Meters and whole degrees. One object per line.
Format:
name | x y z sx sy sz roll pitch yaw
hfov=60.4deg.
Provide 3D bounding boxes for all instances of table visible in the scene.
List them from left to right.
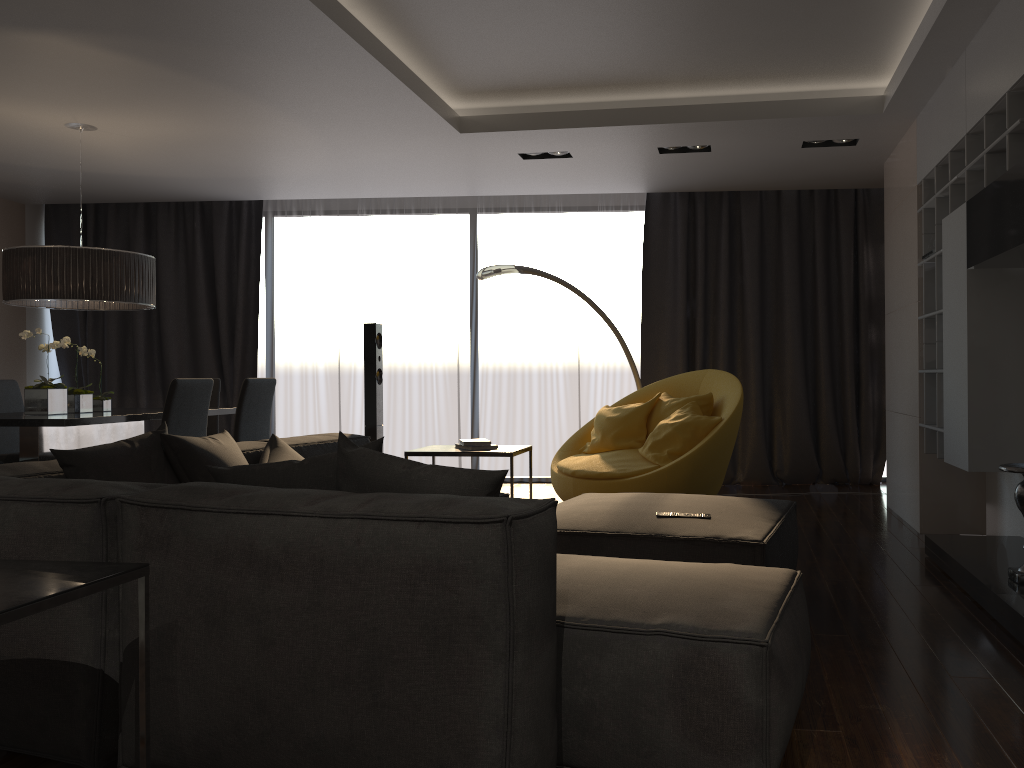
table | -1.132 0.674 1.727 0.590 0.563 0.459 0 0 10
table | -2.593 0.554 5.368 1.021 0.760 1.633 0 0 13
table | -0.229 0.641 4.906 0.590 0.563 0.459 0 0 10

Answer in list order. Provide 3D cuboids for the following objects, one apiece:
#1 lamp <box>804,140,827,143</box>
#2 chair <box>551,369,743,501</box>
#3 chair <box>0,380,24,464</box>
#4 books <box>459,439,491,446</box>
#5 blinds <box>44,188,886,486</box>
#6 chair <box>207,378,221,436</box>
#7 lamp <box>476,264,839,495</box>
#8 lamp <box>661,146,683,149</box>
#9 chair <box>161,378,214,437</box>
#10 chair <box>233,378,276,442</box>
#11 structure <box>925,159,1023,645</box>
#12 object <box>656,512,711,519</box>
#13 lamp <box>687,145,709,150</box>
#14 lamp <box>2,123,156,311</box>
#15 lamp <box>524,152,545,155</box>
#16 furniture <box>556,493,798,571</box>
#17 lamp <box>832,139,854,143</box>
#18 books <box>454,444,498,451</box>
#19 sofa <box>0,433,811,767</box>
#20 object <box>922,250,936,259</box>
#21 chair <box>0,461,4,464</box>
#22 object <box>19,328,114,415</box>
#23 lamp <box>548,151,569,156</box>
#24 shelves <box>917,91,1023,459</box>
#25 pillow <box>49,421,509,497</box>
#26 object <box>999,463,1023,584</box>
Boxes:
lamp | 2.029 -1.646 5.871 0.169 0.077 0.185 0 0 30
chair | 0.893 0.404 5.891 1.182 1.005 1.458 0 0 -22
chair | -3.176 0.452 5.805 0.562 0.964 0.435 0 0 10
books | -0.207 0.325 4.915 0.159 0.022 0.200 0 0 -12
blinds | -0.494 -0.538 7.785 7.475 2.894 0.749 0 0 1
chair | -2.381 0.443 6.220 0.420 0.964 0.583 0 0 12
lamp | 1.841 0.001 7.002 4.333 1.779 0.568 0 0 -12
lamp | 1.087 -1.641 6.008 0.169 0.077 0.185 0 0 30
chair | -2.026 0.452 4.919 0.562 0.964 0.435 0 0 10
chair | -1.850 0.445 5.612 0.562 0.964 0.435 0 0 10
structure | 2.057 0.028 3.207 0.470 1.766 2.942 0 0 14
object | 0.658 0.504 3.378 0.204 0.015 0.052 0 0 8
lamp | 1.263 -1.642 5.983 0.170 0.077 0.183 0 0 23
lamp | -2.621 -1.027 5.358 0.764 1.102 0.843 0 0 35
lamp | 0.147 -1.636 6.144 0.175 0.077 0.178 0 0 6
furniture | 0.618 0.701 3.714 1.056 0.440 1.136 0 0 21
lamp | 2.205 -1.647 5.846 0.170 0.077 0.183 0 0 23
books | -0.201 0.348 4.902 0.170 0.023 0.221 -1 1 -29
sofa | -0.287 0.582 3.178 2.641 0.704 2.573 0 0 21
object | 2.485 -0.836 4.952 0.279 0.227 0.290 0 0 11
chair | -3.351 0.459 5.111 0.562 0.964 0.435 0 0 10
object | -2.687 -0.077 5.283 0.306 0.501 0.582 0 0 9
lamp | 0.323 -1.637 6.119 0.170 0.077 0.183 0 0 23
shelves | 2.383 -0.387 4.310 0.371 1.600 1.961 0 0 14
pillow | -0.901 0.336 2.868 1.104 0.431 2.008 -1 1 -25
object | 2.123 0.570 3.597 0.239 0.475 0.240 0 0 3
